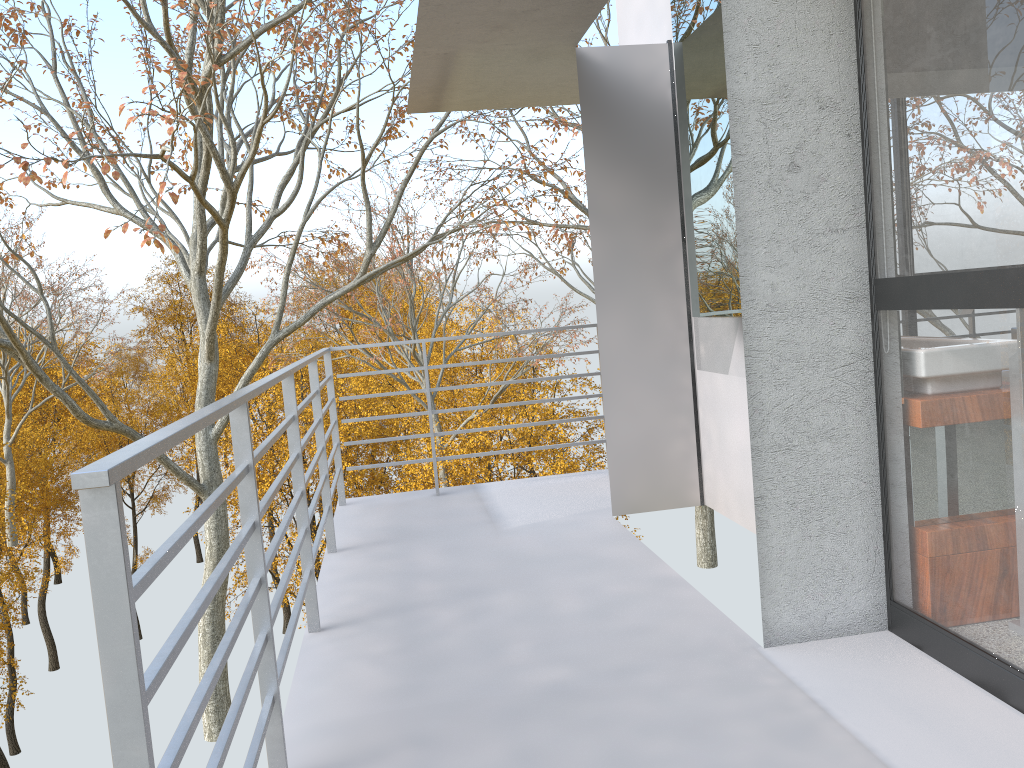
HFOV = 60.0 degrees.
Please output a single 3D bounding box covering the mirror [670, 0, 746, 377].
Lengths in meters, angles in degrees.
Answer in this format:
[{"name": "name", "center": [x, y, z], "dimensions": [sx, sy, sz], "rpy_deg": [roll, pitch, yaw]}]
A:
[{"name": "mirror", "center": [0.895, -0.798, 3.513], "dimensions": [0.253, 1.616, 1.791], "rpy_deg": [-6, 5, -8]}]
